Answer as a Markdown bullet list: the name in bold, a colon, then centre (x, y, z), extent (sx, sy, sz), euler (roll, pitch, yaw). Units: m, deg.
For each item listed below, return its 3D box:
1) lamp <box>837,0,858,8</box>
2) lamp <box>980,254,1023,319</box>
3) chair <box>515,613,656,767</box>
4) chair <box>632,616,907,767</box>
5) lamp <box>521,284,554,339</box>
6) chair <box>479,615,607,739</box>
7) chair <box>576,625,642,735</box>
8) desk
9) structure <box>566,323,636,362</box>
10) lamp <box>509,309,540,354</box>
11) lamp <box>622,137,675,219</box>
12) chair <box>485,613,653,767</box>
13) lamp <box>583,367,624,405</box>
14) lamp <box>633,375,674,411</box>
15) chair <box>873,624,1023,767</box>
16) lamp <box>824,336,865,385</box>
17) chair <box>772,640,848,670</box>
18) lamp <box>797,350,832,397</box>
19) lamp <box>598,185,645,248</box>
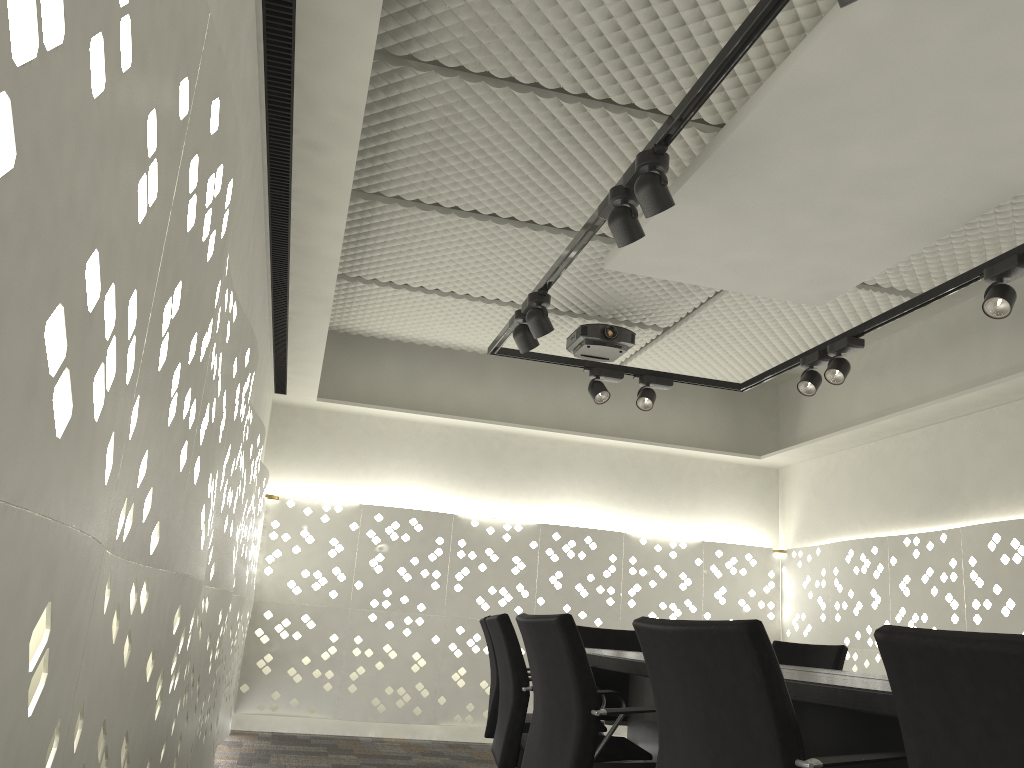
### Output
- **lamp**: centre (0.645, -0.810, 1.693), extent (0.126, 0.224, 0.213), euler (7, -16, -10)
- **lamp**: centre (1.706, -0.340, 3.081), extent (0.126, 0.224, 0.213), euler (7, -16, -10)
- **chair**: centre (0.245, 0.985, 2.241), extent (0.579, 0.757, 0.559), euler (7, -16, -8)
- **chair**: centre (0.491, 0.830, 1.610), extent (0.579, 0.757, 0.559), euler (8, -16, -13)
- **lamp**: centre (0.116, -0.289, 3.726), extent (0.126, 0.224, 0.213), euler (7, -16, -10)
- **chair**: centre (0.090, 1.338, 3.559), extent (0.579, 0.757, 0.559), euler (3, -16, 6)
- **chair**: centre (0.518, 1.525, 4.109), extent (0.559, 0.757, 0.579), euler (7, -16, -8)
- **desk**: centre (0.925, 1.141, 2.416), extent (1.223, 0.658, 3.364), euler (8, -16, -12)
- **structure**: centre (0.502, -0.235, 5.077), extent (0.327, 0.144, 0.371), euler (8, -16, -12)
- **lamp**: centre (0.061, -0.235, 3.936), extent (0.126, 0.224, 0.213), euler (7, -16, -10)
- **lamp**: centre (0.411, -0.579, 2.592), extent (0.126, 0.224, 0.213), euler (7, -16, -10)
- **chair**: centre (0.134, 1.144, 2.848), extent (0.579, 0.757, 0.559), euler (4, -15, 2)
- **lamp**: centre (0.480, 0.000, 4.664), extent (0.213, 0.224, 0.126), euler (7, -16, -10)
- **lamp**: centre (0.752, 0.042, 4.734), extent (0.214, 0.224, 0.118), euler (11, -17, -23)
- **chair**: centre (0.759, 0.702, 1.071), extent (0.579, 0.757, 0.559), euler (11, -17, -22)
- **lamp**: centre (1.472, -0.109, 3.981), extent (0.126, 0.224, 0.213), euler (7, -16, -10)
- **chair**: centre (1.131, 1.481, 3.774), extent (0.579, 0.757, 0.559), euler (11, -17, -22)
- **lamp**: centre (1.417, -0.055, 4.191), extent (0.126, 0.224, 0.213), euler (7, -16, -10)
- **lamp**: centre (0.356, -0.526, 2.802), extent (0.126, 0.224, 0.213), euler (7, -16, -10)
